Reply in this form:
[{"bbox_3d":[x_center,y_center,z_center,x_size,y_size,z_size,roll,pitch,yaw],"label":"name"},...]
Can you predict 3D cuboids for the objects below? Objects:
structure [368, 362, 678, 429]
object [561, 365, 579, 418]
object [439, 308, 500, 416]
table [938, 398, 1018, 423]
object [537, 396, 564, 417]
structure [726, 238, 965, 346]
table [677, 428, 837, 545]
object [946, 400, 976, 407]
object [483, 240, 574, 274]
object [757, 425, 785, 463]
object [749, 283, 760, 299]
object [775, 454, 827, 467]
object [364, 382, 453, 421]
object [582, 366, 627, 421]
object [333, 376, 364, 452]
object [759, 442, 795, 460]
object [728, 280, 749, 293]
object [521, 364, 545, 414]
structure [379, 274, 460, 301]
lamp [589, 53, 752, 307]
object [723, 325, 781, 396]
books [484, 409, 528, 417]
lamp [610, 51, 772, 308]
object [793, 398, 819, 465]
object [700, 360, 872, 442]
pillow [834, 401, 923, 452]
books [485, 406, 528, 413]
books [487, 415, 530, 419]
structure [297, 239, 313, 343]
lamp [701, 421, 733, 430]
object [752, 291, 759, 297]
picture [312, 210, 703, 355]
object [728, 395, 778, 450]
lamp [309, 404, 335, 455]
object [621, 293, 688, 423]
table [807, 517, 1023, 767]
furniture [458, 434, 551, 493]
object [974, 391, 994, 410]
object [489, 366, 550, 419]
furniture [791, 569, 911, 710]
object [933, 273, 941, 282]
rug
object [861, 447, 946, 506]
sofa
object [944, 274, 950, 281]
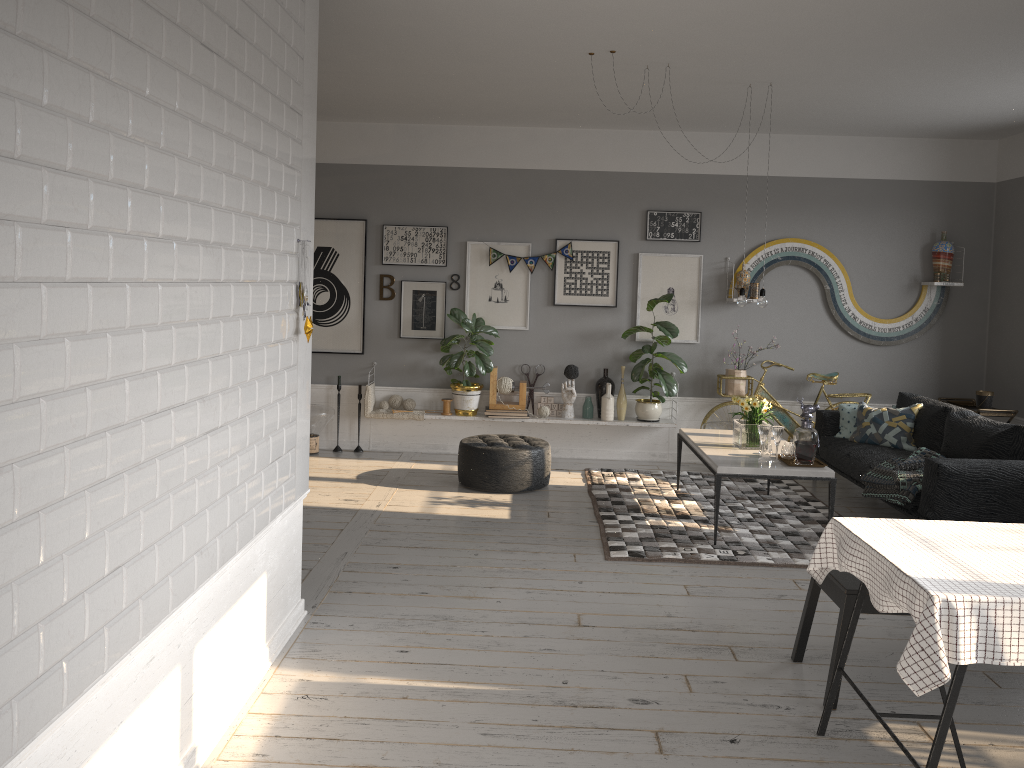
[{"bbox_3d":[0.094,0.101,7.975,2.775,0.485,0.309,2,4,1],"label":"structure"},{"bbox_3d":[0.519,0.065,7.949,0.155,0.481,0.137,2,3,1],"label":"object"},{"bbox_3d":[-0.393,-0.198,7.883,0.510,0.960,0.548,1,4,-13],"label":"object"},{"bbox_3d":[3.982,0.505,7.626,0.339,0.677,0.746,2,5,1],"label":"table"},{"bbox_3d":[0.361,0.202,8.054,0.265,0.173,0.078,3,3,7],"label":"object"},{"bbox_3d":[2.944,-0.824,7.872,2.022,0.952,0.268,2,3,1],"label":"structure"},{"bbox_3d":[1.618,0.688,6.115,0.732,0.508,1.463,2,6,1],"label":"table"},{"bbox_3d":[3.997,0.174,7.764,0.246,0.015,0.320,2,7,1],"label":"object"},{"bbox_3d":[0.142,-1.163,8.037,0.914,0.338,0.057,2,3,1],"label":"object"},{"bbox_3d":[1.632,0.379,5.595,0.168,0.226,0.082,3,3,13],"label":"object"},{"bbox_3d":[2.147,-0.822,7.829,0.086,0.139,0.086,1,4,-6],"label":"object"},{"bbox_3d":[1.827,0.487,5.606,0.246,0.015,0.320,2,7,1],"label":"object"},{"bbox_3d":[-0.920,0.162,7.978,0.785,0.305,0.330,2,5,2],"label":"object"},{"bbox_3d":[0.834,0.074,7.926,0.286,0.486,0.333,-1,5,-38],"label":"object"},{"bbox_3d":[-1.485,0.266,8.061,0.279,0.698,0.092,1,3,-6],"label":"object"},{"bbox_3d":[1.771,0.441,5.724,0.279,0.087,0.247,-1,7,-21],"label":"object"},{"bbox_3d":[2.001,-0.836,7.818,0.197,0.165,0.060,5,5,35],"label":"object"},{"bbox_3d":[0.186,0.050,8.088,0.221,0.462,0.019,2,3,1],"label":"object"},{"bbox_3d":[-0.842,-0.886,8.102,0.739,0.262,0.024,2,3,1],"label":"structure"},{"bbox_3d":[1.043,-1.278,5.780,1.396,1.531,0.074,-1,4,-29],"label":"lamp"},{"bbox_3d":[2.118,-0.202,7.833,0.488,0.639,0.254,3,3,19],"label":"object"},{"bbox_3d":[-0.049,0.252,7.951,0.384,0.029,0.261,2,6,2],"label":"books"},{"bbox_3d":[1.166,-1.267,5.717,1.396,1.531,0.074,-1,4,-29],"label":"lamp"},{"bbox_3d":[1.843,0.295,5.533,0.156,0.415,0.149,3,3,21],"label":"object"},{"bbox_3d":[2.505,0.285,7.867,1.625,0.966,0.428,1,3,-7],"label":"object"},{"bbox_3d":[2.958,0.303,7.101,0.443,0.360,0.803,0,6,-16],"label":"pillow"},{"bbox_3d":[-0.051,0.229,7.961,0.379,0.017,0.230,2,7,-1],"label":"books"},{"bbox_3d":[-0.037,0.276,7.957,0.368,0.021,0.298,1,7,-4],"label":"books"},{"bbox_3d":[-0.891,-0.399,3.806,0.078,0.446,0.134,1,3,-11],"label":"structure"},{"bbox_3d":[1.860,0.548,7.689,0.433,0.436,0.433,5,5,32],"label":"lamp"},{"bbox_3d":[2.173,-0.802,7.908,0.062,0.081,0.062,0,4,-23],"label":"object"},{"bbox_3d":[-1.975,-0.800,6.106,7.292,1.788,4.060,2,6,1],"label":"picture"},{"bbox_3d":[1.657,0.260,6.088,0.325,0.350,0.353,2,5,3],"label":"object"},{"bbox_3d":[-1.810,0.403,7.933,0.433,0.436,0.434,4,5,23],"label":"lamp"},{"bbox_3d":[1.265,-0.236,7.867,0.568,1.146,0.416,5,4,41],"label":"object"},{"bbox_3d":[2.056,0.943,2.772,2.025,0.781,0.936,2,5,1],"label":"table"},{"bbox_3d":[-0.060,0.611,6.970,0.735,0.355,0.739,1,6,-12],"label":"furniture"},{"bbox_3d":[3.951,0.143,7.408,0.142,0.160,0.138,5,6,39],"label":"object"},{"bbox_3d":[0.076,0.076,7.945,0.545,0.438,0.239,2,4,1],"label":"object"},{"bbox_3d":[2.041,1.017,3.567,1.669,0.454,0.468,2,5,1],"label":"furniture"},{"bbox_3d":[3.740,-0.936,7.784,0.060,0.079,0.060,1,4,-10],"label":"object"},{"bbox_3d":[1.459,0.896,6.355,1.770,0.034,2.539,2,7,1],"label":"rug"},{"bbox_3d":[2.682,0.636,5.891,0.490,0.327,0.670,2,6,-4],"label":"object"},{"bbox_3d":[2.990,0.554,6.487,0.970,0.794,2.352,2,6,1],"label":"sofa"},{"bbox_3d":[3.806,-0.930,7.748,0.050,0.058,0.050,1,4,-9],"label":"object"}]
